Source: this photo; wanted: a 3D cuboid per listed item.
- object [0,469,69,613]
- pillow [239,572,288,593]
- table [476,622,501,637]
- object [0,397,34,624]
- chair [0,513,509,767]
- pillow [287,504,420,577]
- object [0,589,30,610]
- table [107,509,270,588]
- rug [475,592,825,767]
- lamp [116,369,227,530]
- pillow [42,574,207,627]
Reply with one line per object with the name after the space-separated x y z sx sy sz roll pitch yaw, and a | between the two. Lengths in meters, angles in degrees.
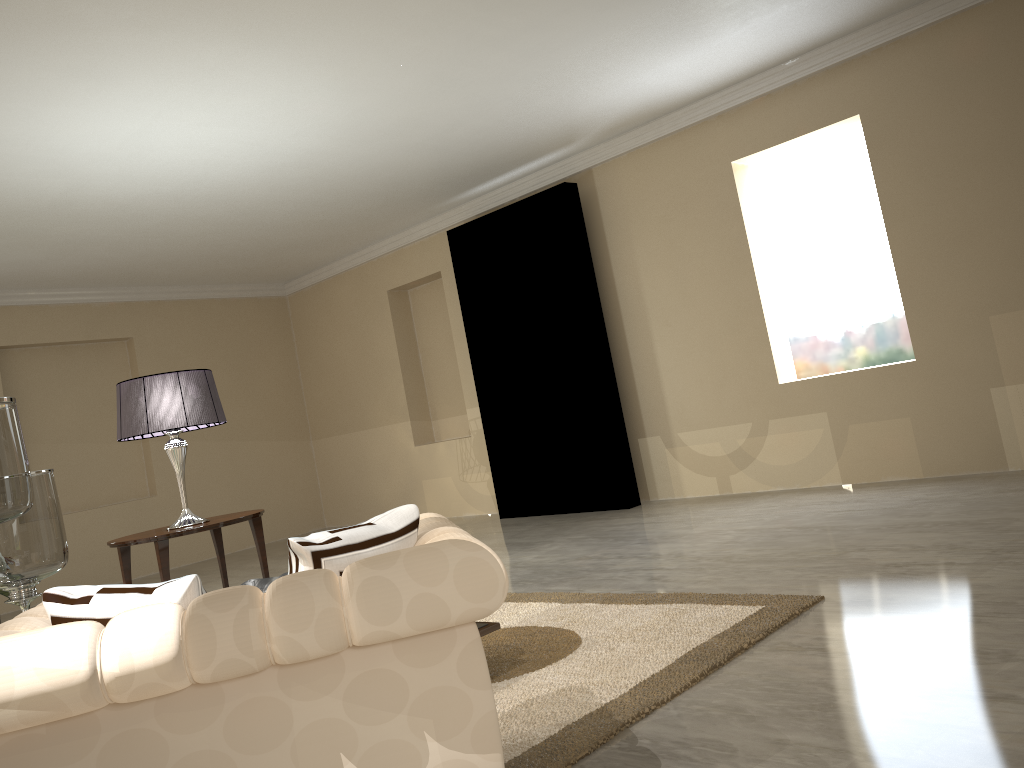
-1.295 0.495 2.329 0.235 0.507 0.237 -14 -6 41 | object
-0.470 0.441 1.574 0.251 0.187 0.128 -10 -4 -10 | pillow
-0.271 0.792 2.490 0.383 0.157 0.337 -13 -3 43 | table
-1.256 0.388 2.090 0.251 0.686 0.249 -7 -6 -42 | object
-0.437 0.599 1.581 0.851 0.555 0.706 -10 -3 -12 | chair
-0.290 0.367 1.550 0.184 0.252 0.284 -14 -4 37 | pillow
-1.680 0.549 2.620 0.543 0.476 0.512 -14 -4 44 | object
-1.421 0.885 3.989 0.670 0.500 0.676 -13 -4 41 | table
-1.010 1.024 2.740 2.951 0.022 2.680 -13 -3 43 | rug
-1.532 0.305 4.040 0.473 0.684 0.474 -12 -4 18 | lamp
-0.595 0.441 1.456 0.299 0.270 0.197 -12 -4 13 | pillow
